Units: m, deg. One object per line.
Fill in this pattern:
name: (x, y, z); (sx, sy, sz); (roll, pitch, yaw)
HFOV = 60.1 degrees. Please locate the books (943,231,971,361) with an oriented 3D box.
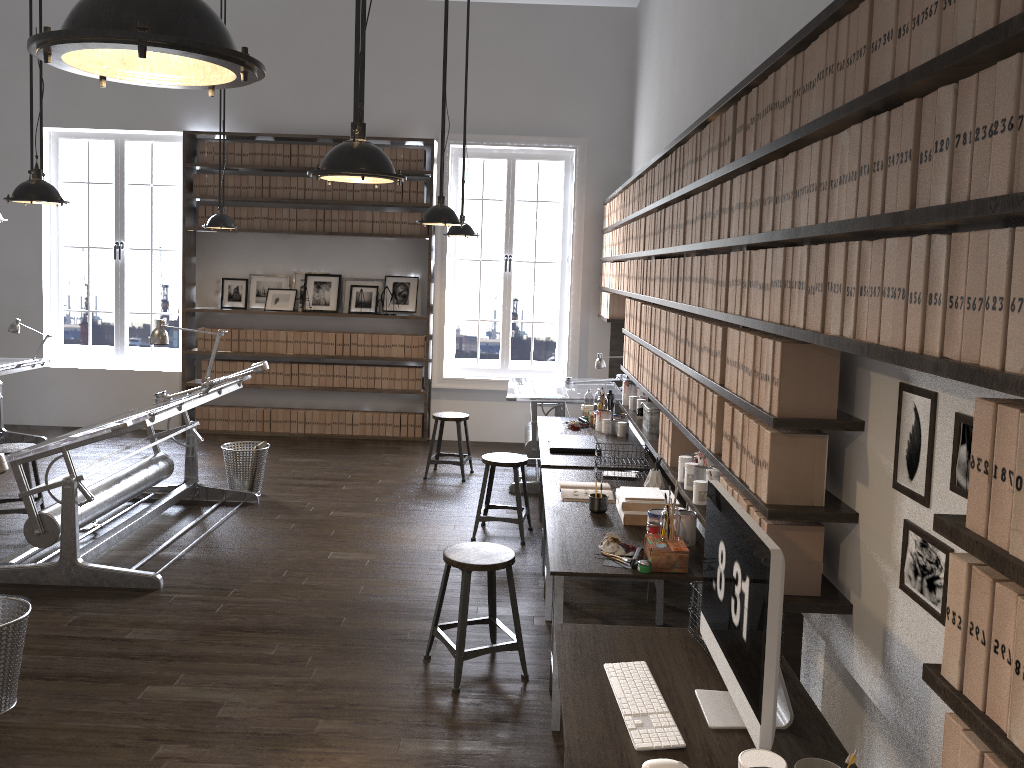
books: (0.864, -0.150, 1.551); (0.174, 0.225, 0.067); (2, 5, 1)

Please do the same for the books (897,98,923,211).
books: (0.871, -0.447, 1.759); (0.174, 0.225, 0.067); (2, 5, 1)

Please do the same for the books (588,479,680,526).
books: (0.540, 0.527, 3.982); (0.385, 0.147, 0.296); (2, 7, 1)

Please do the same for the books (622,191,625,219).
books: (0.953, -1.387, 6.896); (0.174, 0.225, 0.067); (2, 5, 1)

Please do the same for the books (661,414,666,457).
books: (0.878, 0.275, 4.638); (0.174, 0.225, 0.067); (2, 5, 1)

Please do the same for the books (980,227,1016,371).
books: (0.856, -0.133, 1.412); (0.174, 0.225, 0.067); (2, 5, 1)

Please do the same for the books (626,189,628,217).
books: (0.955, -1.359, 6.679); (0.174, 0.225, 0.067); (2, 5, 1)

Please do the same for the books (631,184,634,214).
books: (0.946, -1.315, 6.340); (0.174, 0.225, 0.067); (2, 5, 1)

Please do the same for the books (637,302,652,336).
books: (0.912, -0.418, 5.771); (0.174, 0.224, 0.067); (2, 5, 1)

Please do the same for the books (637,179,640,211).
books: (0.939, -1.270, 5.986); (0.174, 0.225, 0.067); (2, 5, 1)

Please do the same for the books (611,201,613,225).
books: (0.968, -1.511, 7.862); (0.174, 0.225, 0.067); (2, 5, 1)

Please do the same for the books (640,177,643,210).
books: (0.943, -1.252, 5.849); (0.174, 0.225, 0.067); (2, 5, 1)

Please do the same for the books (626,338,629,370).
books: (0.907, -0.213, 6.289); (0.174, 0.225, 0.067); (2, 5, 1)

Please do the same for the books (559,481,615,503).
books: (0.366, 0.525, 4.384); (0.256, 0.029, 0.356); (2, 7, 1)

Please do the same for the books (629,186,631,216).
books: (0.951, -1.332, 6.475); (0.174, 0.224, 0.067); (2, 5, 1)

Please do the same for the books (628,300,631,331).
books: (0.915, -0.482, 6.275); (0.174, 0.225, 0.067); (2, 5, 1)

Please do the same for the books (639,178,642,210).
books: (0.943, -1.261, 5.923); (0.174, 0.224, 0.067); (2, 5, 1)

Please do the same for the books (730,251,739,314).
books: (0.880, -0.358, 3.163); (0.174, 0.225, 0.067); (2, 5, 1)

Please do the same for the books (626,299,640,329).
books: (0.920, -0.499, 6.404); (0.174, 0.224, 0.067); (2, 5, 1)

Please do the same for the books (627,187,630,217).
books: (0.947, -1.341, 6.541); (0.174, 0.225, 0.067); (2, 5, 1)

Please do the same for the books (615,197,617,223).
books: (0.961, -1.458, 7.452); (0.174, 0.225, 0.067); (2, 5, 1)

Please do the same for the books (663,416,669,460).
books: (0.877, 0.284, 4.568); (0.174, 0.225, 0.067); (2, 5, 1)

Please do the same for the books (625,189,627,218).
books: (0.952, -1.368, 6.750); (0.174, 0.225, 0.067); (2, 5, 1)

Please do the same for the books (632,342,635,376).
books: (0.900, -0.167, 5.935); (0.174, 0.225, 0.067); (2, 5, 1)

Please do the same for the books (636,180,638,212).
books: (0.940, -1.279, 6.058); (0.174, 0.225, 0.067); (2, 5, 1)

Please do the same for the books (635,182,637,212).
books: (0.945, -1.288, 6.131); (0.174, 0.225, 0.067); (2, 5, 1)

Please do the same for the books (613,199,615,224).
books: (0.963, -1.484, 7.653); (0.174, 0.225, 0.067); (2, 5, 1)

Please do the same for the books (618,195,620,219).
books: (0.960, -1.431, 7.242); (0.174, 0.225, 0.067); (2, 5, 1)

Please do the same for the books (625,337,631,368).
books: (0.909, -0.222, 6.361); (0.174, 0.224, 0.067); (2, 5, 1)

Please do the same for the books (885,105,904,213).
books: (0.877, -0.456, 1.833); (0.174, 0.224, 0.067); (2, 5, 1)

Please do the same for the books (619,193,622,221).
books: (0.955, -1.413, 7.098); (0.174, 0.225, 0.067); (2, 5, 1)

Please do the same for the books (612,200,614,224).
books: (0.970, -1.493, 7.720); (0.174, 0.225, 0.067); (2, 5, 1)

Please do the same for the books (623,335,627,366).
books: (0.908, -0.239, 6.490); (0.174, 0.225, 0.067); (2, 5, 1)

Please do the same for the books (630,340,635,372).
books: (0.905, -0.186, 6.079); (0.174, 0.225, 0.067); (2, 5, 1)

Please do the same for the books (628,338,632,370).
books: (0.909, -0.204, 6.219); (0.174, 0.225, 0.067); (2, 5, 1)

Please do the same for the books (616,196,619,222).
books: (0.964, -1.449, 7.381); (0.174, 0.225, 0.067); (2, 5, 1)

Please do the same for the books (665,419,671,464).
books: (0.872, 0.293, 4.497); (0.174, 0.225, 0.067); (2, 5, 1)

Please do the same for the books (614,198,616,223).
books: (0.964, -1.468, 7.524); (0.174, 0.224, 0.067); (2, 5, 1)

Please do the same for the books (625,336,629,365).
books: (0.912, -0.230, 6.424); (0.174, 0.224, 0.067); (2, 5, 1)

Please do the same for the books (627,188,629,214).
books: (0.954, -1.350, 6.609); (0.174, 0.225, 0.067); (2, 5, 1)

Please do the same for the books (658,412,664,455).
books: (0.873, 0.266, 4.706); (0.174, 0.225, 0.067); (2, 5, 1)

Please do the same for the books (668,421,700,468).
books: (0.876, 0.302, 4.426); (0.174, 0.225, 0.067); (2, 5, 1)

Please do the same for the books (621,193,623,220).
books: (0.958, -1.405, 7.035); (0.174, 0.224, 0.067); (2, 5, 1)

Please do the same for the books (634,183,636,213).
books: (0.949, -1.297, 6.200); (0.174, 0.225, 0.067); (2, 5, 1)

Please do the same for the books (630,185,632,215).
books: (0.949, -1.324, 6.412); (0.174, 0.224, 0.067); (2, 5, 1)

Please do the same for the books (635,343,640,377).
books: (0.905, -0.151, 5.807); (0.174, 0.224, 0.067); (2, 5, 1)

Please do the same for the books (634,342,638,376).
books: (0.903, -0.159, 5.872); (0.174, 0.224, 0.067); (2, 5, 1)

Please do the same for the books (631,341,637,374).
books: (0.901, -0.177, 6.007); (0.174, 0.225, 0.067); (2, 5, 1)

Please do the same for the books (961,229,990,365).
books: (0.861, -0.142, 1.482); (0.174, 0.225, 0.067); (2, 5, 1)

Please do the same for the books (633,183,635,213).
books: (0.949, -1.306, 6.270); (0.174, 0.225, 0.067); (2, 5, 1)

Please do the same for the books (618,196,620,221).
books: (0.956, -1.422, 7.170); (0.174, 0.225, 0.067); (2, 5, 1)

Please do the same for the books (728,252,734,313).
books: (0.885, -0.366, 3.226); (0.174, 0.224, 0.067); (2, 5, 1)

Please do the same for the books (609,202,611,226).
books: (0.969, -1.530, 8.007); (0.174, 0.225, 0.067); (2, 5, 1)

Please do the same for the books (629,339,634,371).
books: (0.910, -0.195, 6.149); (0.174, 0.225, 0.067); (2, 5, 1)

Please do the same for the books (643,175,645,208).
books: (0.939, -1.234, 5.710); (0.174, 0.225, 0.067); (2, 5, 1)

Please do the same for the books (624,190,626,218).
books: (0.958, -1.377, 6.821); (0.174, 0.225, 0.067); (2, 5, 1)

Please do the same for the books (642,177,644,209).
books: (0.943, -1.243, 5.779); (0.174, 0.225, 0.067); (2, 5, 1)
